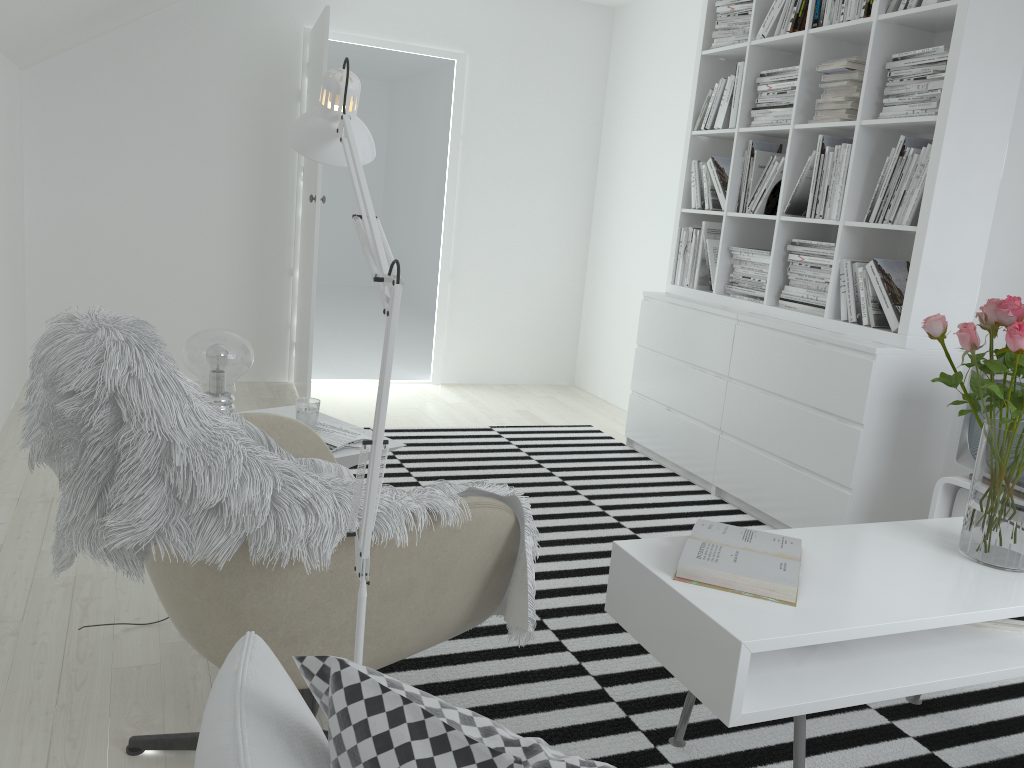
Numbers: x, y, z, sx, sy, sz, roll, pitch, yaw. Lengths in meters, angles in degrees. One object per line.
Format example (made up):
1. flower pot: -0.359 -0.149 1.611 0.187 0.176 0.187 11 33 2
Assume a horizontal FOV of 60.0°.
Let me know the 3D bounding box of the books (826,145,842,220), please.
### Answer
1. books: 1.359 -0.799 3.556 0.182 0.288 0.016 1 13 -23

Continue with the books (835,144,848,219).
1. books: 1.368 -0.786 3.491 0.182 0.288 0.016 1 13 -23

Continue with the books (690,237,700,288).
1. books: 0.971 -0.599 4.401 0.161 0.256 0.013 1 13 -23

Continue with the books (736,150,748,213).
1. books: 1.131 -0.930 4.121 0.159 0.285 0.012 1 13 -23

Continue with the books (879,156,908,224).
1. books: 1.477 -0.714 3.307 0.161 0.249 0.078 1 13 -23

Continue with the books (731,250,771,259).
1. books: 1.165 -0.586 4.054 0.182 0.016 0.288 1 13 -23

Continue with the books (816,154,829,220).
1. books: 1.319 -0.793 3.594 0.161 0.254 0.012 1 13 -23

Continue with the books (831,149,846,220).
1. books: 1.361 -0.781 3.510 0.174 0.273 0.021 1 13 -23

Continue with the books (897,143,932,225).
1. books: 1.534 -0.716 3.234 0.180 0.293 0.103 1 13 -23

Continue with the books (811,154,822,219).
1. books: 1.311 -0.801 3.630 0.161 0.254 0.013 1 13 -23

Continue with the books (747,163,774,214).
1. books: 1.183 -0.872 4.005 0.161 0.226 0.137 1 13 -23

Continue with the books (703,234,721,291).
1. books: 1.012 -0.585 4.301 0.159 0.263 0.131 1 13 -23

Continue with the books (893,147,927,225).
1. books: 1.525 -0.716 3.257 0.182 0.282 0.090 1 13 -23

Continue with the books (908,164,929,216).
1. books: 1.540 -0.703 3.192 0.182 0.282 0.090 1 13 -23

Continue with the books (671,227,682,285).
1. books: 0.911 -0.648 4.534 0.182 0.288 0.016 1 13 -23

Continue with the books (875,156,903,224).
1. books: 1.474 -0.721 3.337 0.161 0.248 0.078 1 13 -23

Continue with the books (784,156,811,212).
1. books: 1.262 -0.830 3.730 0.161 0.235 0.118 1 13 -23

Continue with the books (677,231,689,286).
1. books: 0.933 -0.633 4.509 0.174 0.273 0.021 1 13 -23

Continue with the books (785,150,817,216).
1. books: 1.266 -0.834 3.710 0.159 0.263 0.131 1 13 -23

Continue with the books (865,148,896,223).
1. books: 1.453 -0.744 3.361 0.159 0.278 0.085 1 13 -23

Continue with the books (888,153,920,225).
1. books: 1.503 -0.709 3.272 0.167 0.258 0.085 1 13 -23

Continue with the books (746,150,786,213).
1. books: 1.173 -0.919 4.085 0.182 0.288 0.016 1 13 -23

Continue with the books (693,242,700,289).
1. books: 0.984 -0.595 4.393 0.161 0.254 0.013 1 13 -23

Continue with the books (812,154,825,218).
1. books: 1.308 -0.799 3.615 0.161 0.256 0.013 1 13 -23

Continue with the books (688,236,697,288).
1. books: 0.963 -0.603 4.424 0.161 0.254 0.012 1 13 -23

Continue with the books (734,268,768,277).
1. books: 1.166 -0.504 4.060 0.167 0.017 0.263 1 13 -23

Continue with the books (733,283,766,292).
1. books: 1.157 -0.438 4.075 0.161 0.013 0.254 1 13 -23

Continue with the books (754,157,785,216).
1. books: 1.222 -0.876 3.971 0.182 0.257 0.158 1 13 -23

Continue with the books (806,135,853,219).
1. books: 1.308 -0.842 3.639 0.176 0.331 0.025 1 13 -23

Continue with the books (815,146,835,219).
1. books: 1.321 -0.811 3.604 0.159 0.285 0.012 1 13 -23

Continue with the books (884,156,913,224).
1. books: 1.489 -0.709 3.285 0.161 0.248 0.077 1 13 -23

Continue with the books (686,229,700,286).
1. books: 0.973 -0.626 4.458 0.182 0.288 0.016 1 13 -23

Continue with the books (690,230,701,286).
1. books: 0.975 -0.615 4.412 0.159 0.285 0.012 1 13 -23

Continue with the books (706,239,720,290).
1. books: 1.022 -0.573 4.288 0.161 0.235 0.118 1 13 -23

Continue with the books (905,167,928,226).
1. books: 1.531 -0.699 3.171 0.182 0.282 0.090 1 13 -23

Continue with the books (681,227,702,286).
1. books: 0.958 -0.638 4.492 0.180 0.296 0.028 1 13 -23

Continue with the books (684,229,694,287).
1. books: 0.967 -0.630 4.472 0.182 0.288 0.016 1 13 -23

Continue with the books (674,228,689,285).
1. books: 0.926 -0.644 4.524 0.182 0.288 0.016 1 13 -23

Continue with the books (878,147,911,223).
1. books: 1.496 -0.733 3.323 0.182 0.282 0.090 1 13 -23

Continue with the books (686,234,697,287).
1. books: 0.966 -0.611 4.440 0.167 0.263 0.017 1 13 -23

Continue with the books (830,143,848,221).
1. books: 1.367 -0.797 3.535 0.180 0.296 0.028 1 13 -23

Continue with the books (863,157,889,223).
1. books: 1.448 -0.731 3.382 0.161 0.248 0.077 1 13 -23

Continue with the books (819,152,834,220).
1. books: 1.333 -0.794 3.583 0.167 0.263 0.017 1 13 -23

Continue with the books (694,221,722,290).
1. books: 0.994 -0.628 4.369 0.176 0.331 0.025 1 13 -23

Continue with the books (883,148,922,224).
1. books: 1.492 -0.725 3.292 0.159 0.278 0.085 1 13 -23

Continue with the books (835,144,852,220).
1. books: 1.364 -0.781 3.473 0.182 0.288 0.016 1 13 -23

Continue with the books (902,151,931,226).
1. books: 1.536 -0.700 3.215 0.174 0.269 0.091 1 13 -23

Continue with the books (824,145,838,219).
1. books: 1.353 -0.802 3.571 0.182 0.288 0.016 1 13 -23

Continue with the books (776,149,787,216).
1. books: 1.259 -0.878 3.883 0.180 0.296 0.028 1 13 -23

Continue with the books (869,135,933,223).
1. books: 1.474 -0.759 3.337 0.176 0.325 0.109 1 13 -23

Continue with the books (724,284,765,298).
1. books: 1.150 -0.423 4.089 0.176 0.025 0.331 1 13 -23

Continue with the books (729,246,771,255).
1. books: 1.154 -0.603 4.052 0.182 0.016 0.288 1 13 -23
